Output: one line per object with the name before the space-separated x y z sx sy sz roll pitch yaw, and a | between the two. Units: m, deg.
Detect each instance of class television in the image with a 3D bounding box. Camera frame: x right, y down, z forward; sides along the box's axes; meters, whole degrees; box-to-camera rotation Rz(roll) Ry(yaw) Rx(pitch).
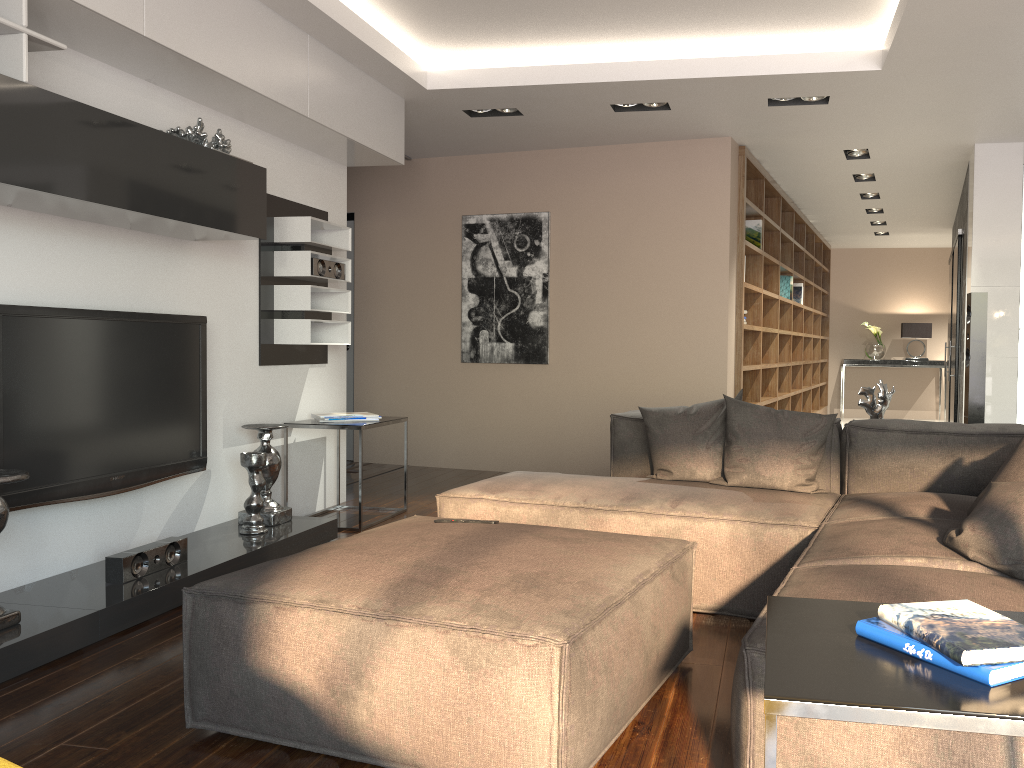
television | -1.598 0.073 3.422 0.140 0.714 1.129 1 2 17

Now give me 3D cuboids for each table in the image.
table | 5.493 0.082 12.711 1.400 0.865 0.456 1 2 11
table | 0.667 0.666 1.271 0.588 0.563 0.461 1 2 13
table | -0.926 0.484 4.992 0.440 0.563 0.615 1 2 15

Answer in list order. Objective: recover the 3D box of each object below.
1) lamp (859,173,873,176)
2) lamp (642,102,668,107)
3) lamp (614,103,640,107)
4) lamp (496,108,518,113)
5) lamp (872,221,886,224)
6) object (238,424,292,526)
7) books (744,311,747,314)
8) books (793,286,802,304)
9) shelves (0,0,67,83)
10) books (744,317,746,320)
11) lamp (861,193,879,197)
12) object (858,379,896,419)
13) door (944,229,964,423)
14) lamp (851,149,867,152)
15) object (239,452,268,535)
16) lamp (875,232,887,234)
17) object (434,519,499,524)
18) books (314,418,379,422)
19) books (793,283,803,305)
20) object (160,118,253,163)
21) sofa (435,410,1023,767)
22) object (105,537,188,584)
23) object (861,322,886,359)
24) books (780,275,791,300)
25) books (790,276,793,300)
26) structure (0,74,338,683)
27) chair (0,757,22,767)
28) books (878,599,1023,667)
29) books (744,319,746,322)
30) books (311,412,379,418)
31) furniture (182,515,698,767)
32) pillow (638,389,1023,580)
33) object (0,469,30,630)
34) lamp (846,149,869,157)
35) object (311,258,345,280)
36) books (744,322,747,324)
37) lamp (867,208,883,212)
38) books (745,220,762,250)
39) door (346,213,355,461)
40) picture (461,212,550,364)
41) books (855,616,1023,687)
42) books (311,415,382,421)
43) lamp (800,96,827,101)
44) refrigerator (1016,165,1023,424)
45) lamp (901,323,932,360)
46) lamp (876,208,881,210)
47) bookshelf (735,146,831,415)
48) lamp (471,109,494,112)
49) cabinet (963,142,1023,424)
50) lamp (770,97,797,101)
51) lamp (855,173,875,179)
lamp | 3.037 -1.842 7.595 0.186 0.077 0.168 -1 3 -31
lamp | 0.892 -1.779 5.502 0.174 0.077 0.179 1 2 9
lamp | 0.718 -1.783 5.535 0.171 0.077 0.183 2 3 20
lamp | -0.033 -1.799 5.680 0.174 0.077 0.179 1 2 9
lamp | 4.381 -1.950 10.503 0.170 0.077 0.184 2 3 24
object | -1.213 0.441 4.318 0.218 0.482 0.221 1 2 8
books | 1.735 -0.561 6.889 0.157 0.020 0.202 1 2 -5
books | 3.204 -1.001 9.961 0.149 0.205 0.023 1 2 22
shelves | -1.903 -0.413 1.952 0.370 1.600 1.970 1 2 16
books | 1.727 -0.518 6.878 0.156 0.023 0.241 2 3 25
lamp | 3.536 -1.882 8.673 0.170 0.077 0.184 2 3 24
object | 1.844 0.120 4.411 0.294 0.287 0.276 0 2 -16
door | 4.505 -0.368 8.997 0.124 2.055 2.958 1 2 25
lamp | 2.617 -1.808 6.682 0.186 0.077 0.168 -1 3 -31
object | -1.201 0.505 4.091 0.121 0.371 0.124 1 2 8
lamp | 4.796 -1.983 11.411 0.170 0.077 0.184 2 3 24
object | -0.147 0.443 2.838 0.203 0.015 0.052 1 2 11
books | -0.935 0.198 4.965 0.332 0.011 0.243 0 3 -22
books | 3.211 -1.021 9.981 0.168 0.243 0.020 1 2 22
object | -1.347 -1.055 3.812 0.316 0.177 0.330 1 2 14
sofa | 0.802 0.519 3.000 2.631 0.703 2.582 2 3 24
object | -1.395 0.671 3.376 0.070 0.094 0.369 1 2 16
object | 5.251 -0.630 12.739 0.330 0.546 0.288 0 2 -12
books | 2.785 -0.998 9.114 0.193 0.260 0.015 1 2 21
books | 2.813 -0.991 9.127 0.186 0.245 0.029 1 2 22
structure | -1.529 -0.052 3.057 0.468 1.766 2.956 1 2 16
chair | -0.493 0.470 0.325 1.178 1.005 1.464 0 2 -19
books | 0.645 0.351 1.253 0.158 0.022 0.201 0 3 -9
books | 1.732 -0.496 6.873 0.171 0.019 0.250 1 3 15
books | -0.945 0.176 4.973 0.333 0.011 0.241 -1 3 -27
furniture | -0.122 0.658 2.505 1.052 0.439 1.140 2 3 24
pillow | 1.427 0.263 3.276 1.100 0.431 2.015 0 3 -23
object | -1.613 0.509 2.686 0.238 0.474 0.241 1 2 6
lamp | 2.695 -1.814 6.851 0.186 0.077 0.168 -1 3 -30
object | -1.048 -0.639 4.900 0.070 0.094 0.369 1 2 16
books | 1.734 -0.476 6.893 0.157 0.022 0.202 1 2 -5
lamp | 3.960 -1.916 9.591 0.170 0.077 0.184 2 3 24
books | 1.998 -1.247 7.377 0.185 0.248 0.044 1 2 22
door | -1.743 -0.406 7.616 0.963 2.092 0.160 1 2 22
picture | -0.055 -0.743 6.872 0.725 1.165 0.030 1 2 21
books | 0.639 0.373 1.267 0.170 0.023 0.221 0 3 -26
books | -0.937 0.187 4.973 0.335 0.011 0.240 -1 3 -32
lamp | 1.828 -1.759 5.323 0.184 0.077 0.170 0 3 -21
refrigerator | 4.163 -0.406 6.543 0.854 2.342 0.597 1 2 13
lamp | 5.788 -0.607 12.599 0.390 0.528 0.293 1 2 13
lamp | 3.882 -1.909 9.422 0.172 0.077 0.182 1 2 17
bookshelf | 3.015 -0.632 9.664 0.279 2.489 6.805 1 2 25
lamp | -0.207 -1.803 5.713 0.171 0.077 0.183 2 3 20
cabinet | 4.642 -0.335 3.199 4.345 2.499 7.087 1 2 15
lamp | 1.654 -1.763 5.356 0.171 0.077 0.183 2 3 20
lamp | 3.115 -1.848 7.764 0.186 0.077 0.168 -1 3 -30
